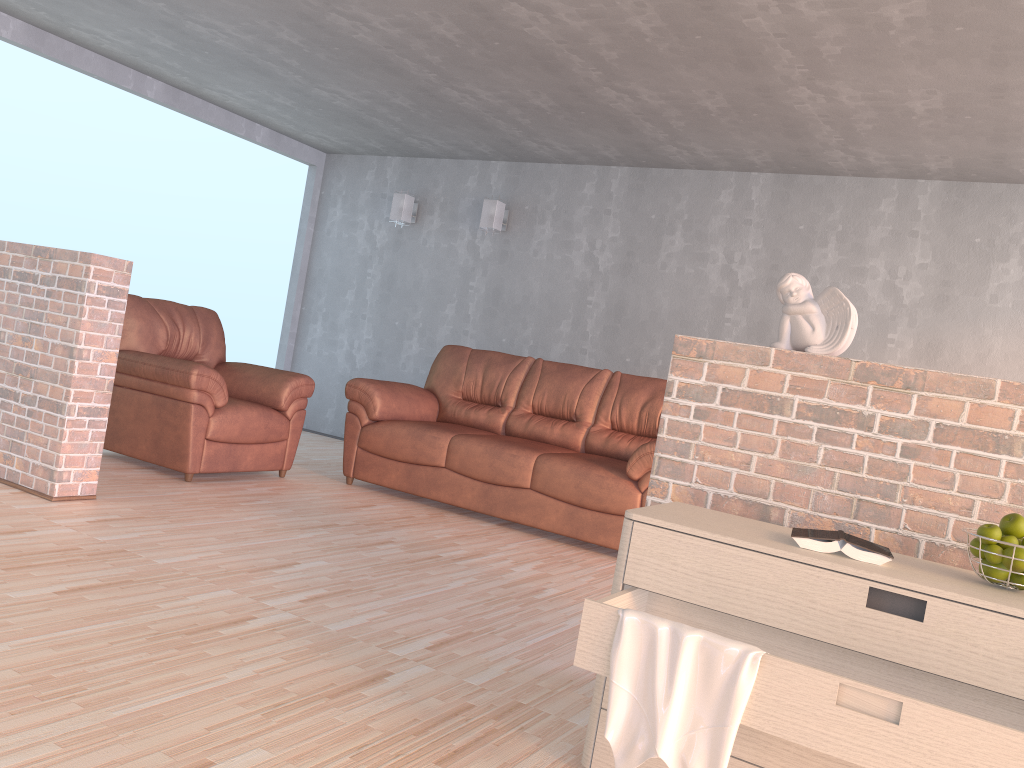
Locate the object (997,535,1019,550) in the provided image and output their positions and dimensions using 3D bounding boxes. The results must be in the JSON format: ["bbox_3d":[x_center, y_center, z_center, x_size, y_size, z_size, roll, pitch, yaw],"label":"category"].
[{"bbox_3d":[1.025,0.330,1.834,0.039,0.038,0.039,9,2,-32],"label":"object"}]

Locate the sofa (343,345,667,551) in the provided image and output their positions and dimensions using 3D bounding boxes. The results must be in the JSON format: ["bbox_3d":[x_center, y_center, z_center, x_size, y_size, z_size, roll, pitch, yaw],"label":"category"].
[{"bbox_3d":[0.119,0.298,5.330,2.202,0.923,0.981,10,1,29],"label":"sofa"}]

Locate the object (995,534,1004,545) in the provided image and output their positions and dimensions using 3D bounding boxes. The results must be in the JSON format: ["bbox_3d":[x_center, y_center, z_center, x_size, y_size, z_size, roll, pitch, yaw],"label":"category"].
[{"bbox_3d":[1.028,0.329,1.890,0.054,0.053,0.049,9,2,-30],"label":"object"}]

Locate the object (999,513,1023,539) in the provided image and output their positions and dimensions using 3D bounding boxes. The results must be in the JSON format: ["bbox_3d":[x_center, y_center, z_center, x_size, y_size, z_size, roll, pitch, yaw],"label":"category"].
[{"bbox_3d":[1.051,0.298,1.856,0.054,0.056,0.054,10,1,29],"label":"object"}]

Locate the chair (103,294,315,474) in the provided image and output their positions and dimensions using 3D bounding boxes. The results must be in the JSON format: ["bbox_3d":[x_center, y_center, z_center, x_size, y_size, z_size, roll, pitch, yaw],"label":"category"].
[{"bbox_3d":[-1.805,-0.006,5.145,0.936,0.879,0.970,10,1,28],"label":"chair"}]

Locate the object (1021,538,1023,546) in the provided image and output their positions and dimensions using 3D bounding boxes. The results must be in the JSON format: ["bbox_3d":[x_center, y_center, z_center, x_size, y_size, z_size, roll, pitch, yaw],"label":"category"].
[{"bbox_3d":[1.077,0.333,1.833,0.043,0.043,0.039,10,1,14],"label":"object"}]

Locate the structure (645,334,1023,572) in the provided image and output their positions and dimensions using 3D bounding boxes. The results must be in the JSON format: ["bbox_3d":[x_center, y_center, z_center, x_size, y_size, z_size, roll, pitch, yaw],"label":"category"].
[{"bbox_3d":[1.016,0.500,2.217,1.422,1.057,0.211,10,1,29],"label":"structure"}]

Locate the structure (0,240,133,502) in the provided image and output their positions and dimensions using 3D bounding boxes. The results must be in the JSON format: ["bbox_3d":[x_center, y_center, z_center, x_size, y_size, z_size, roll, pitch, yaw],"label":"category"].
[{"bbox_3d":[-2.400,-0.133,4.145,1.422,1.057,0.211,10,1,29],"label":"structure"}]

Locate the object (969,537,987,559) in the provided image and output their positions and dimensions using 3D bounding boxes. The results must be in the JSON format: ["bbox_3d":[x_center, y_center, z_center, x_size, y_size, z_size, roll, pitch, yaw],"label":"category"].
[{"bbox_3d":[0.988,0.345,1.866,0.046,0.044,0.046,10,1,25],"label":"object"}]

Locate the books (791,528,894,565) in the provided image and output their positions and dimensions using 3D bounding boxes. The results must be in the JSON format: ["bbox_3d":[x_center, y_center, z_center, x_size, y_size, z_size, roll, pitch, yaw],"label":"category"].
[{"bbox_3d":[0.724,0.351,1.955,0.209,0.040,0.146,10,1,19],"label":"books"}]

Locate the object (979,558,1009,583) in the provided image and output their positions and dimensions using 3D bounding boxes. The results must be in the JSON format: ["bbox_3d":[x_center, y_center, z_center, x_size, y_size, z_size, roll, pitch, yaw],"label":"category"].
[{"bbox_3d":[1.008,0.387,1.852,0.059,0.055,0.060,9,1,-16],"label":"object"}]

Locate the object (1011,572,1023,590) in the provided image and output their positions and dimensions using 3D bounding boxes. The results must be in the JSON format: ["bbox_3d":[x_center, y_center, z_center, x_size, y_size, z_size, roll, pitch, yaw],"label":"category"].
[{"bbox_3d":[1.052,0.400,1.822,0.046,0.048,0.048,10,1,18],"label":"object"}]

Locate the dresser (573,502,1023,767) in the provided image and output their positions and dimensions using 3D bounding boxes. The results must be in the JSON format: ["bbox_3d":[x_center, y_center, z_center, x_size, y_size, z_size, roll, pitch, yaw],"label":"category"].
[{"bbox_3d":[0.966,0.730,1.698,1.686,0.612,0.605,10,1,29],"label":"dresser"}]

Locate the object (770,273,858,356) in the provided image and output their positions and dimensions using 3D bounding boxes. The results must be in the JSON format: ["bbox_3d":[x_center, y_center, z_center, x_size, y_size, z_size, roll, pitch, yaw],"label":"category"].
[{"bbox_3d":[0.806,-0.185,2.377,0.216,0.218,0.131,10,1,28],"label":"object"}]

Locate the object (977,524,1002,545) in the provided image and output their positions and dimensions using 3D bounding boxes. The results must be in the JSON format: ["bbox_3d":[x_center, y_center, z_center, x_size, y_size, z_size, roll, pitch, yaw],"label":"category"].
[{"bbox_3d":[0.990,0.312,1.839,0.046,0.045,0.046,10,1,28],"label":"object"}]

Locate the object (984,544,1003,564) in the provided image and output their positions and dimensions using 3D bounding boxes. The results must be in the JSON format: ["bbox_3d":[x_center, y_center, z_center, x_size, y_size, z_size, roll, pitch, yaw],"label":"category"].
[{"bbox_3d":[0.991,0.350,1.822,0.038,0.040,0.039,11,2,37],"label":"object"}]

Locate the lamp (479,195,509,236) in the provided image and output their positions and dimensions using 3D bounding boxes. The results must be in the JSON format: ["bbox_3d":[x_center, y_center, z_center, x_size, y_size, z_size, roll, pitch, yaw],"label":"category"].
[{"bbox_3d":[-0.141,-1.314,6.950,0.165,0.319,0.177,10,1,29],"label":"lamp"}]

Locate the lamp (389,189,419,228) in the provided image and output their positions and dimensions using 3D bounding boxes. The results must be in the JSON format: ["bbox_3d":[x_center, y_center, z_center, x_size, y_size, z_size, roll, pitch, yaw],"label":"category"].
[{"bbox_3d":[-0.903,-1.455,7.375,0.165,0.319,0.168,10,1,29],"label":"lamp"}]

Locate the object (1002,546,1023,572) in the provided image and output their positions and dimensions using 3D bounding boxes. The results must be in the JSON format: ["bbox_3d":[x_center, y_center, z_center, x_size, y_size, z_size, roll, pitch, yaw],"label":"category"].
[{"bbox_3d":[1.026,0.355,1.801,0.057,0.057,0.057,9,1,-28],"label":"object"}]

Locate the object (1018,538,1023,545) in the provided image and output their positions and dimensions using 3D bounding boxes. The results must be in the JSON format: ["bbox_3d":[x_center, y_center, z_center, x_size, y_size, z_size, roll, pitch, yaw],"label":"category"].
[{"bbox_3d":[1.079,0.351,1.890,0.053,0.048,0.054,11,2,36],"label":"object"}]

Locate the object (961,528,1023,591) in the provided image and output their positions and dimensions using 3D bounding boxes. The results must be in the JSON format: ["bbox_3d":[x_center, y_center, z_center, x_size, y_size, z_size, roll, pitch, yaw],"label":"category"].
[{"bbox_3d":[1.039,0.375,1.849,0.202,0.104,0.202,10,1,22],"label":"object"}]

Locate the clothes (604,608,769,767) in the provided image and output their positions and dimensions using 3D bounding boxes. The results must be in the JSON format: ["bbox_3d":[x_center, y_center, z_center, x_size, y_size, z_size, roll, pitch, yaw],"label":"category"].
[{"bbox_3d":[0.323,0.654,1.727,0.325,0.369,0.097,11,2,30],"label":"clothes"}]
